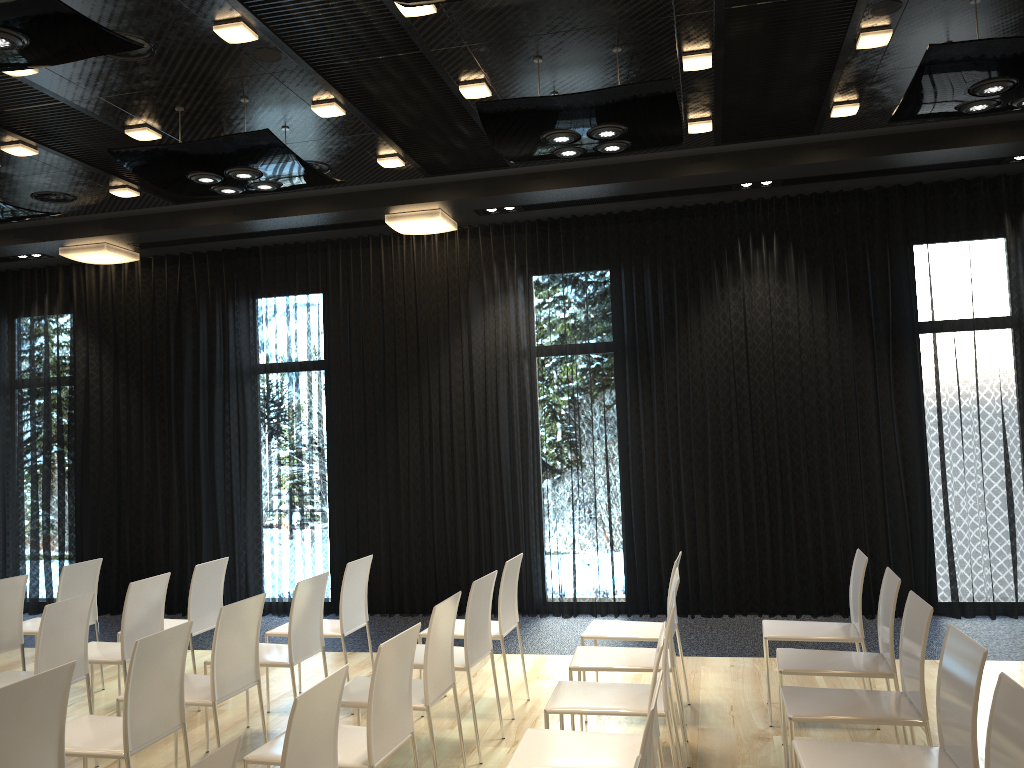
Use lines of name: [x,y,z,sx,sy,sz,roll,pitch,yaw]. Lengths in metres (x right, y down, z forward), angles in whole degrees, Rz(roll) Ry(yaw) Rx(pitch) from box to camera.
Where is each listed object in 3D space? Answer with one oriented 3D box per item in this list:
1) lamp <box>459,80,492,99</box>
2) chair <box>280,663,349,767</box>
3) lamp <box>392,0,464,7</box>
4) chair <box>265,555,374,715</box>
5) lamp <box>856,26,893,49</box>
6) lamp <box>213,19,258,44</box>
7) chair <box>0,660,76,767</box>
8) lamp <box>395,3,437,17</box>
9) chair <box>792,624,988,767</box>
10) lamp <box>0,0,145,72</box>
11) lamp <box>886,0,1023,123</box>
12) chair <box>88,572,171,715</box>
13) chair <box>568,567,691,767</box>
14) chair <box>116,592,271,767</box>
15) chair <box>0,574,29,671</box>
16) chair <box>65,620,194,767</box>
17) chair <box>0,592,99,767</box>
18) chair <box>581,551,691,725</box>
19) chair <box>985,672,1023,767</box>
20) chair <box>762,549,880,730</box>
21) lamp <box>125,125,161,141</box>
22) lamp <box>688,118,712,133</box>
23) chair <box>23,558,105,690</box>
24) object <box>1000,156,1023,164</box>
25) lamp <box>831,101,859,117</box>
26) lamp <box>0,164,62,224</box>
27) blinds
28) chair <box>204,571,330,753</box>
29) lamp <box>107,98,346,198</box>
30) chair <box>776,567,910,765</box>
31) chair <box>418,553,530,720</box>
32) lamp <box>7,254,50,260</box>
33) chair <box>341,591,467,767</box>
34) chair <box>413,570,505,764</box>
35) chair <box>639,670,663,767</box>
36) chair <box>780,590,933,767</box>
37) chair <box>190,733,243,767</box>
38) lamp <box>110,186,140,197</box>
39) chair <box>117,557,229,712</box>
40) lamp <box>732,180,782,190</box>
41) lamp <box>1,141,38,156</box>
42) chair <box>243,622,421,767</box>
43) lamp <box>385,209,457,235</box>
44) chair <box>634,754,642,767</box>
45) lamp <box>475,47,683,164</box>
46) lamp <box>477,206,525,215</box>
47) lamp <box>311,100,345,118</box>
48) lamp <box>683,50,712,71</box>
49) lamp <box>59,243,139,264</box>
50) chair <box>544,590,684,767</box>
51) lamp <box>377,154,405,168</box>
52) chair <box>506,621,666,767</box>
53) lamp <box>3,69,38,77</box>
lamp: [-0.219,-1.759,5.310,0.159,0.049,0.159,-3,-4,13]
chair: [-0.798,1.323,2.659,0.548,0.872,0.420,-3,-4,12]
lamp: [-0.059,-1.719,3.016,1.097,0.436,1.097,-3,-4,13]
chair: [-1.157,1.508,5.413,0.548,0.872,0.420,-3,-4,14]
lamp: [1.968,-1.878,4.823,0.159,0.049,0.159,-3,-4,13]
lamp: [-1.385,-1.764,4.447,0.159,0.049,0.159,-3,-4,13]
chair: [-1.757,1.375,2.853,0.548,0.872,0.420,-3,-4,12]
lamp: [-0.461,-1.815,4.240,0.159,0.049,0.159,-3,-4,13]
chair: [1.214,1.253,2.858,0.548,0.872,0.420,-3,-4,10]
lamp: [-2.252,-1.598,3.506,1.097,0.436,1.097,-3,-4,13]
lamp: [2.619,-1.726,4.669,1.097,0.436,1.097,-3,-4,13]
chair: [-2.252,1.526,4.965,0.548,0.872,0.420,-3,-4,12]
chair: [0.572,1.373,4.364,0.548,0.872,0.420,-3,-4,9]
chair: [-1.469,1.442,4.128,0.548,0.872,0.420,-3,-4,15]
chair: [-3.178,1.576,5.172,0.548,0.872,0.420,-3,-4,18]
chair: [-1.591,1.408,3.495,0.548,0.872,0.420,-3,-4,13]
chair: [-2.392,1.493,4.345,0.548,0.872,0.420,-3,-4,9]
chair: [0.693,1.406,4.989,0.548,0.872,0.420,-3,-4,15]
chair: [1.059,1.223,2.264,0.548,0.872,0.420,-3,-4,11]
chair: [1.643,1.355,4.796,0.548,0.872,0.420,-3,-4,14]
lamp: [-2.411,-1.638,5.800,0.159,0.049,0.159,-3,-4,13]
lamp: [1.294,-1.772,6.099,0.159,0.049,0.159,-3,-4,13]
chair: [-3.040,1.611,5.824,0.548,0.872,0.420,-3,-4,12]
object: [3.933,-1.725,6.712,0.389,0.028,0.166,-3,-4,13]
lamp: [2.211,-1.822,5.892,0.159,0.049,0.159,-3,-4,13]
lamp: [-3.958,-1.365,6.141,1.097,0.436,1.097,-3,-4,13]
blinds: [-2.330,0.415,8.312,18.163,3.464,0.261,-3,-4,13]
chair: [-1.294,1.474,4.761,0.548,0.872,0.420,-3,-4,14]
lamp: [-1.766,-1.486,5.650,1.097,0.436,1.097,-3,-4,13]
chair: [1.523,1.319,4.131,0.548,0.872,0.420,-3,-4,15]
chair: [-0.221,1.457,5.203,0.548,0.872,0.420,-3,-4,15]
lamp: [-4.704,-1.251,8.644,0.389,0.028,0.166,-3,-4,13]
chair: [-0.519,1.391,3.936,0.548,0.872,0.420,-3,-4,14]
chair: [-0.368,1.423,4.554,0.548,0.872,0.420,-3,-4,17]
chair: [0.155,1.270,2.435,0.548,0.872,0.420,-3,-4,13]
chair: [1.358,1.287,3.495,0.548,0.872,0.420,-3,-4,13]
chair: [-0.935,1.289,2.006,0.548,0.872,0.420,-3,-4,11]
lamp: [-3.092,-1.531,7.080,0.159,0.049,0.159,-3,-4,13]
chair: [-2.119,1.559,5.597,0.548,0.872,0.420,-3,-4,13]
lamp: [1.972,-1.617,7.151,0.389,0.028,0.166,-3,-4,13]
lamp: [-3.335,-1.588,6.007,0.159,0.049,0.159,-3,-4,13]
chair: [-0.638,1.355,3.272,0.548,0.872,0.420,-3,-4,16]
lamp: [-0.789,-1.425,7.766,0.499,0.153,0.499,-3,-4,13]
chair: [-0.006,1.236,1.767,0.548,0.872,0.420,-3,-4,14]
lamp: [0.427,-1.606,5.160,1.097,0.436,1.097,-3,-4,13]
lamp: [-0.098,-1.504,7.614,0.389,0.028,0.166,-3,-4,13]
lamp: [-1.142,-1.708,5.516,0.159,0.049,0.159,-3,-4,13]
lamp: [1.050,-1.828,5.026,0.159,0.049,0.159,-3,-4,13]
lamp: [-3.934,-1.253,8.469,0.499,0.153,0.499,-3,-4,13]
chair: [0.437,1.338,3.722,0.548,0.872,0.420,-3,-4,11]
lamp: [-0.899,-1.652,6.590,0.159,0.049,0.159,-3,-4,13]
chair: [0.282,1.305,3.086,0.548,0.872,0.420,-3,-4,11]
lamp: [-2.654,-1.694,4.731,0.159,0.049,0.159,-3,-4,13]
